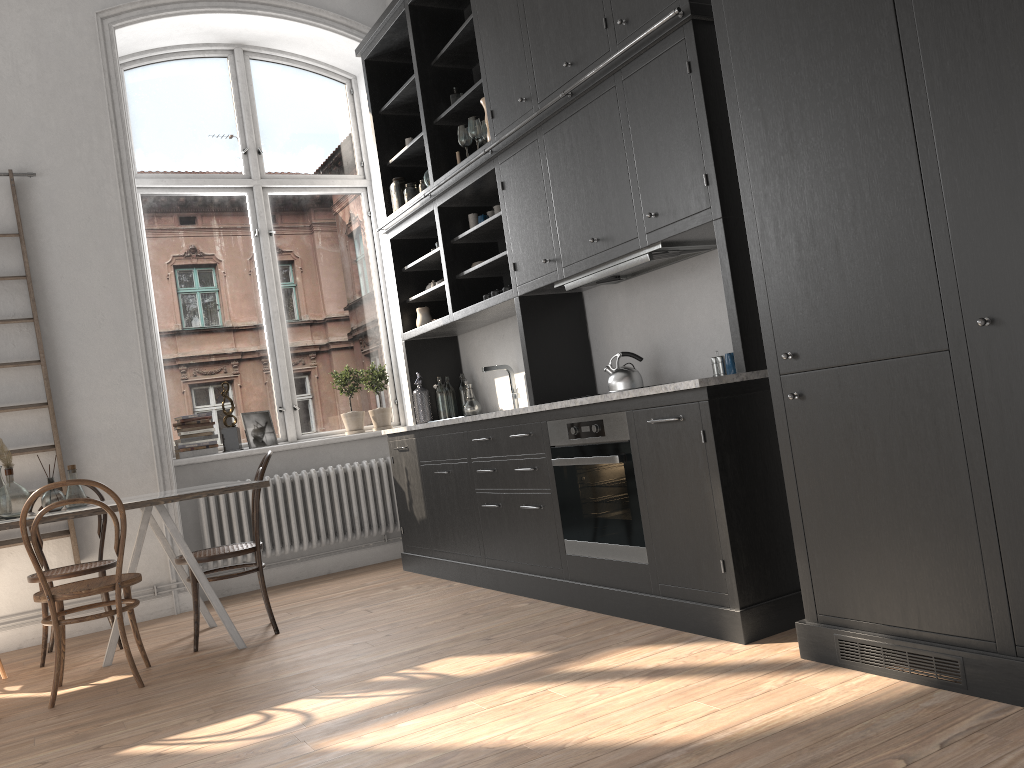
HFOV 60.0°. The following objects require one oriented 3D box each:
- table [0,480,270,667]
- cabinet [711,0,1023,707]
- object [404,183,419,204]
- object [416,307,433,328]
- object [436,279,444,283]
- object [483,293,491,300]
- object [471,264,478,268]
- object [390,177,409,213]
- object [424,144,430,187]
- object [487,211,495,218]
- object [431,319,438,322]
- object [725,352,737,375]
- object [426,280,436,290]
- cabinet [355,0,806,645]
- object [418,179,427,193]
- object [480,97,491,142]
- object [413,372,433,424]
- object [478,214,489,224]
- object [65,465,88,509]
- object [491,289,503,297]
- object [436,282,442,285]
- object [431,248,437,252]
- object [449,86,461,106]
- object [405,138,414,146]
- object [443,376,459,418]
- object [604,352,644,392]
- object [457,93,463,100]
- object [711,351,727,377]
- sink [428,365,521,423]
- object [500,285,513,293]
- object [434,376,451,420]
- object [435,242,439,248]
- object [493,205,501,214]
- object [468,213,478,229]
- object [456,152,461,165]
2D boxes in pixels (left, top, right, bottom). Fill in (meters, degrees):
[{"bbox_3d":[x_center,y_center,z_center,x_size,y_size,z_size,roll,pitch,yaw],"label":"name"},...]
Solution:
[{"bbox_3d":[-2.315,1.020,4.157,2.199,0.779,1.101,-7,-2,-29],"label":"table"},{"bbox_3d":[1.368,-0.385,2.452,0.633,2.371,1.402,-7,-2,-29],"label":"cabinet"},{"bbox_3d":[-0.658,-1.248,5.886,0.114,0.155,0.114,-7,-2,-26],"label":"object"},{"bbox_3d":[-0.587,-0.440,5.981,0.116,0.144,0.127,-10,-2,40],"label":"object"},{"bbox_3d":[-0.477,-0.671,5.869,0.055,0.047,0.058,-8,-2,-14],"label":"object"},{"bbox_3d":[-0.122,-0.497,5.109,0.088,0.059,0.104,-7,-3,-41],"label":"object"},{"bbox_3d":[-2.756,0.558,4.455,5.824,1.842,0.792,-7,-2,-24],"label":"object"},{"bbox_3d":[-0.749,-1.272,6.002,0.118,0.238,0.118,-7,-2,-44],"label":"object"},{"bbox_3d":[-0.497,-1.387,5.511,0.134,0.357,0.134,-9,-2,16],"label":"object"},{"bbox_3d":[-0.125,-0.974,5.373,0.082,0.135,0.059,-8,-2,-1],"label":"object"},{"bbox_3d":[-0.443,-0.410,5.877,0.180,0.037,0.180,-6,-3,-44],"label":"object"},{"bbox_3d":[0.923,-0.084,3.688,0.140,0.093,0.082,-7,-2,-39],"label":"object"},{"bbox_3d":[-0.527,-0.654,6.020,0.125,0.100,0.140,-10,-3,42],"label":"object"},{"bbox_3d":[0.045,-0.720,4.720,0.634,3.582,3.253,-7,-2,-29],"label":"cabinet"},{"bbox_3d":[-0.562,-1.261,5.823,0.096,0.150,0.097,-7,-2,-41],"label":"object"},{"bbox_3d":[-0.109,-1.423,4.826,0.094,0.267,0.116,-9,-2,13],"label":"object"},{"bbox_3d":[-0.609,0.092,5.962,0.109,0.349,0.108,-10,-2,42],"label":"object"},{"bbox_3d":[-0.168,-0.950,5.274,0.082,0.093,0.140,-9,-2,26],"label":"object"},{"bbox_3d":[-2.179,0.508,4.412,0.101,0.211,0.101,-9,-2,10],"label":"object"},{"bbox_3d":[-0.075,-0.508,5.007,0.104,0.059,0.088,-10,-3,39],"label":"object"},{"bbox_3d":[-0.475,-0.652,5.869,0.056,0.033,0.058,-10,-2,35],"label":"object"},{"bbox_3d":[-0.493,-0.859,5.810,0.071,0.047,0.071,-9,-2,9],"label":"object"},{"bbox_3d":[-0.334,-1.715,5.402,0.084,0.199,0.065,-8,-2,-7],"label":"object"},{"bbox_3d":[-0.693,-1.606,6.071,0.059,0.135,0.082,-8,-2,-1],"label":"object"},{"bbox_3d":[-0.426,0.096,6.079,0.086,0.301,0.086,-8,-2,-15],"label":"object"},{"bbox_3d":[0.530,-0.061,4.208,0.171,0.186,0.171,-8,-2,-18],"label":"object"},{"bbox_3d":[-0.295,-1.686,5.318,0.053,0.125,0.041,-9,-2,28],"label":"object"},{"bbox_3d":[0.886,-0.085,3.798,0.040,0.116,0.080,-8,-2,-24],"label":"object"},{"bbox_3d":[-0.179,0.152,5.379,0.514,0.504,0.526,-7,-2,-29],"label":"sink"},{"bbox_3d":[-0.009,-0.520,4.930,0.104,0.059,0.088,-8,-2,-21],"label":"object"},{"bbox_3d":[-0.471,0.099,5.963,0.086,0.301,0.086,-7,-2,-44],"label":"object"},{"bbox_3d":[-0.460,-0.878,5.734,0.064,0.069,0.064,-9,-2,18],"label":"object"},{"bbox_3d":[-0.063,-0.988,5.248,0.082,0.135,0.059,-10,-2,44],"label":"object"},{"bbox_3d":[-0.222,-0.959,5.378,0.059,0.135,0.082,-9,-2,29],"label":"object"},{"bbox_3d":[-0.316,-1.321,5.331,0.123,0.161,0.123,-8,-2,-20],"label":"object"}]
